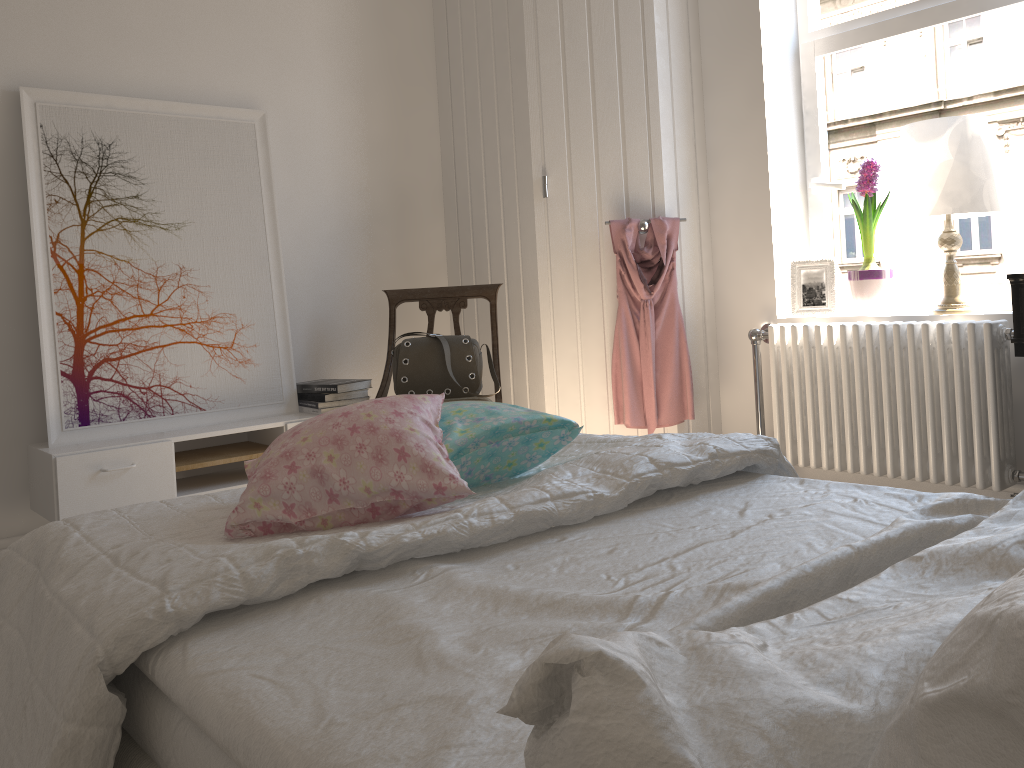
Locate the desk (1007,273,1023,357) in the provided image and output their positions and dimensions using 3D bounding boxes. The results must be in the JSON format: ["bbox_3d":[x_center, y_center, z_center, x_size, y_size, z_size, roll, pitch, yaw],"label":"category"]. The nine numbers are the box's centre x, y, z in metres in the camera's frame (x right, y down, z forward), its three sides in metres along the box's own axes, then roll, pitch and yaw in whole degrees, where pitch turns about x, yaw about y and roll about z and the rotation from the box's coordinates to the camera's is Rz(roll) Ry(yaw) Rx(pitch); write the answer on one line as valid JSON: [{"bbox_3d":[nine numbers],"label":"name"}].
[{"bbox_3d":[1.868,0.111,2.137,0.437,0.822,1.104,-4,3,-40],"label":"desk"}]

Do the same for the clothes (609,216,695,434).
[{"bbox_3d":[0.542,-0.219,3.452,0.330,0.876,0.092,-3,0,-11],"label":"clothes"}]

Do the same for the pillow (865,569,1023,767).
[{"bbox_3d":[0.359,0.197,0.510,0.566,0.308,0.201,-7,4,-40],"label":"pillow"}]

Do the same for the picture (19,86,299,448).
[{"bbox_3d":[-1.209,-0.429,3.098,0.857,1.162,0.163,-5,1,-40],"label":"picture"}]

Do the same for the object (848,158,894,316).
[{"bbox_3d":[1.314,-0.542,3.254,0.156,0.577,0.157,-3,0,35],"label":"object"}]

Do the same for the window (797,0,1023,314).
[{"bbox_3d":[1.478,-1.153,3.238,0.111,1.782,0.947,-3,1,-40],"label":"window"}]

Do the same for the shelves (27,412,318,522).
[{"bbox_3d":[-1.027,0.250,3.085,1.119,0.209,0.368,-8,6,-40],"label":"shelves"}]

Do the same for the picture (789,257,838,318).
[{"bbox_3d":[1.156,-0.369,3.384,0.176,0.225,0.050,-2,1,30],"label":"picture"}]

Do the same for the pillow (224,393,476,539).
[{"bbox_3d":[-0.272,0.132,1.464,0.394,0.202,0.354,-4,4,-8],"label":"pillow"}]

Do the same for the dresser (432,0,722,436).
[{"bbox_3d":[0.250,-0.846,3.795,0.704,2.583,1.022,-3,1,-40],"label":"dresser"}]

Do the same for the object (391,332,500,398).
[{"bbox_3d":[-0.240,-0.070,3.204,0.400,0.248,0.213,-3,2,5],"label":"object"}]

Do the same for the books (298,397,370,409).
[{"bbox_3d":[-0.693,0.064,3.370,0.212,0.022,0.259,-7,7,-35],"label":"books"}]

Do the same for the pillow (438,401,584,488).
[{"bbox_3d":[-0.119,0.120,1.710,0.383,0.168,0.362,-7,6,-35],"label":"pillow"}]

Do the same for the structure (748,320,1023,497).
[{"bbox_3d":[1.285,0.128,3.038,0.166,0.681,1.067,-3,3,-40],"label":"structure"}]

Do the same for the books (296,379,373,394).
[{"bbox_3d":[-0.695,0.008,3.372,0.258,0.032,0.192,0,7,33],"label":"books"}]

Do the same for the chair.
[{"bbox_3d":[-0.270,0.085,3.253,0.520,0.890,0.539,-3,1,5],"label":"chair"}]

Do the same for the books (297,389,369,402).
[{"bbox_3d":[-0.691,0.039,3.362,0.191,0.028,0.239,-8,8,-42],"label":"books"}]

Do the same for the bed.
[{"bbox_3d":[0.138,0.387,1.289,1.961,0.630,2.211,-7,7,-40],"label":"bed"}]

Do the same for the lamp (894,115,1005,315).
[{"bbox_3d":[1.490,-0.565,3.013,0.342,0.652,0.339,-4,1,-28],"label":"lamp"}]

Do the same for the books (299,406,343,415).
[{"bbox_3d":[-0.693,0.087,3.359,0.192,0.022,0.242,-8,7,-38],"label":"books"}]
